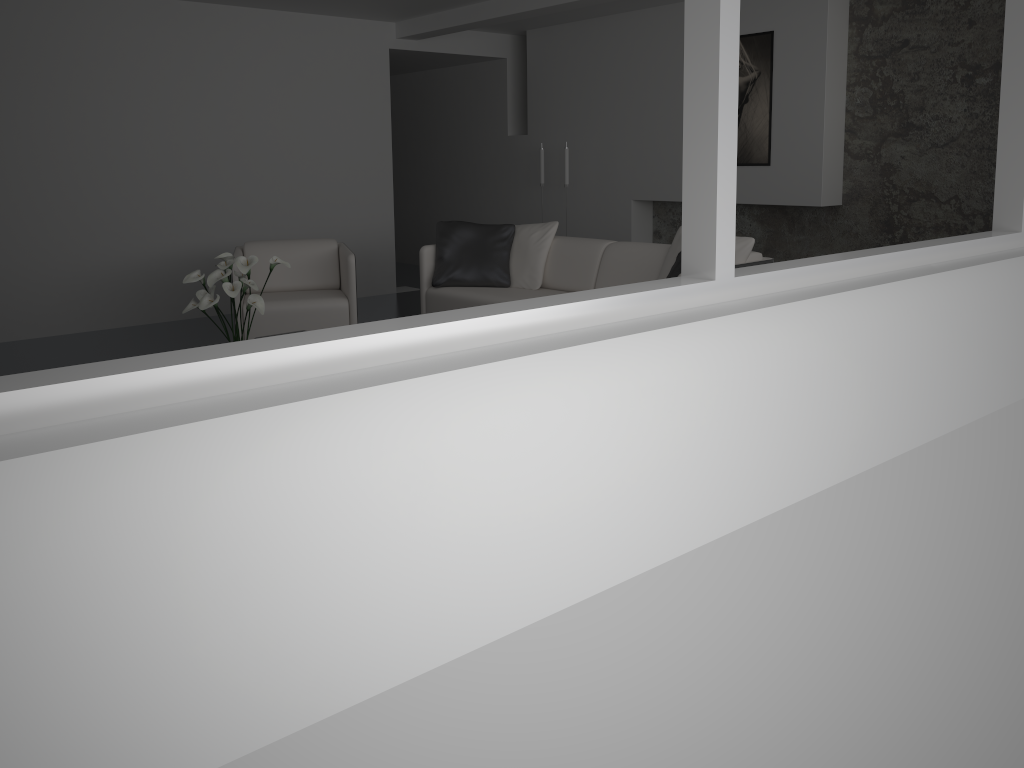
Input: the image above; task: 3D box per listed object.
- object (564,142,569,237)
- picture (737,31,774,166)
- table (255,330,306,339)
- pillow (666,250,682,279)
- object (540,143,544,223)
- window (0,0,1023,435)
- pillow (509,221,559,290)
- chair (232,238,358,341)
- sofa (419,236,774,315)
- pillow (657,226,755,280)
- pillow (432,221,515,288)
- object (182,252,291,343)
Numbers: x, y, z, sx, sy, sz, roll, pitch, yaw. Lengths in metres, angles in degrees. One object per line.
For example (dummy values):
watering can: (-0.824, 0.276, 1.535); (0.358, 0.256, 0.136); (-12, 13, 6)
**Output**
object: (0.502, -1.512, 8.059); (0.181, 1.371, 0.182); (-7, 10, -39)
picture: (1.724, -2.221, 6.930); (0.004, 0.987, 0.754); (-7, 12, -39)
table: (-0.847, -0.009, 4.364); (0.301, 0.308, 1.272); (-10, 17, -40)
pillow: (0.929, -0.582, 4.822); (0.333, 0.428, 0.563); (0, 12, 6)
object: (0.293, -1.612, 8.465); (0.181, 1.371, 0.182); (-7, 10, -39)
window: (0.503, -0.900, 2.217); (8.130, 1.406, 0.111); (-13, 13, -39)
pillow: (0.041, -0.889, 6.161); (0.589, 0.490, 0.327); (9, 14, 39)
chair: (-1.467, -0.619, 5.931); (0.768, 0.649, 0.937); (-4, 13, -15)
sofa: (0.446, -0.560, 5.600); (0.928, 0.648, 2.264); (-11, 17, -41)
pillow: (1.066, -0.641, 5.060); (0.301, 0.498, 0.595); (-8, 13, -35)
pillow: (-0.263, -0.901, 6.095); (0.565, 0.441, 0.283); (0, 10, 4)
object: (-1.360, -0.239, 4.339); (0.379, 0.783, 0.453); (5, 11, 33)
